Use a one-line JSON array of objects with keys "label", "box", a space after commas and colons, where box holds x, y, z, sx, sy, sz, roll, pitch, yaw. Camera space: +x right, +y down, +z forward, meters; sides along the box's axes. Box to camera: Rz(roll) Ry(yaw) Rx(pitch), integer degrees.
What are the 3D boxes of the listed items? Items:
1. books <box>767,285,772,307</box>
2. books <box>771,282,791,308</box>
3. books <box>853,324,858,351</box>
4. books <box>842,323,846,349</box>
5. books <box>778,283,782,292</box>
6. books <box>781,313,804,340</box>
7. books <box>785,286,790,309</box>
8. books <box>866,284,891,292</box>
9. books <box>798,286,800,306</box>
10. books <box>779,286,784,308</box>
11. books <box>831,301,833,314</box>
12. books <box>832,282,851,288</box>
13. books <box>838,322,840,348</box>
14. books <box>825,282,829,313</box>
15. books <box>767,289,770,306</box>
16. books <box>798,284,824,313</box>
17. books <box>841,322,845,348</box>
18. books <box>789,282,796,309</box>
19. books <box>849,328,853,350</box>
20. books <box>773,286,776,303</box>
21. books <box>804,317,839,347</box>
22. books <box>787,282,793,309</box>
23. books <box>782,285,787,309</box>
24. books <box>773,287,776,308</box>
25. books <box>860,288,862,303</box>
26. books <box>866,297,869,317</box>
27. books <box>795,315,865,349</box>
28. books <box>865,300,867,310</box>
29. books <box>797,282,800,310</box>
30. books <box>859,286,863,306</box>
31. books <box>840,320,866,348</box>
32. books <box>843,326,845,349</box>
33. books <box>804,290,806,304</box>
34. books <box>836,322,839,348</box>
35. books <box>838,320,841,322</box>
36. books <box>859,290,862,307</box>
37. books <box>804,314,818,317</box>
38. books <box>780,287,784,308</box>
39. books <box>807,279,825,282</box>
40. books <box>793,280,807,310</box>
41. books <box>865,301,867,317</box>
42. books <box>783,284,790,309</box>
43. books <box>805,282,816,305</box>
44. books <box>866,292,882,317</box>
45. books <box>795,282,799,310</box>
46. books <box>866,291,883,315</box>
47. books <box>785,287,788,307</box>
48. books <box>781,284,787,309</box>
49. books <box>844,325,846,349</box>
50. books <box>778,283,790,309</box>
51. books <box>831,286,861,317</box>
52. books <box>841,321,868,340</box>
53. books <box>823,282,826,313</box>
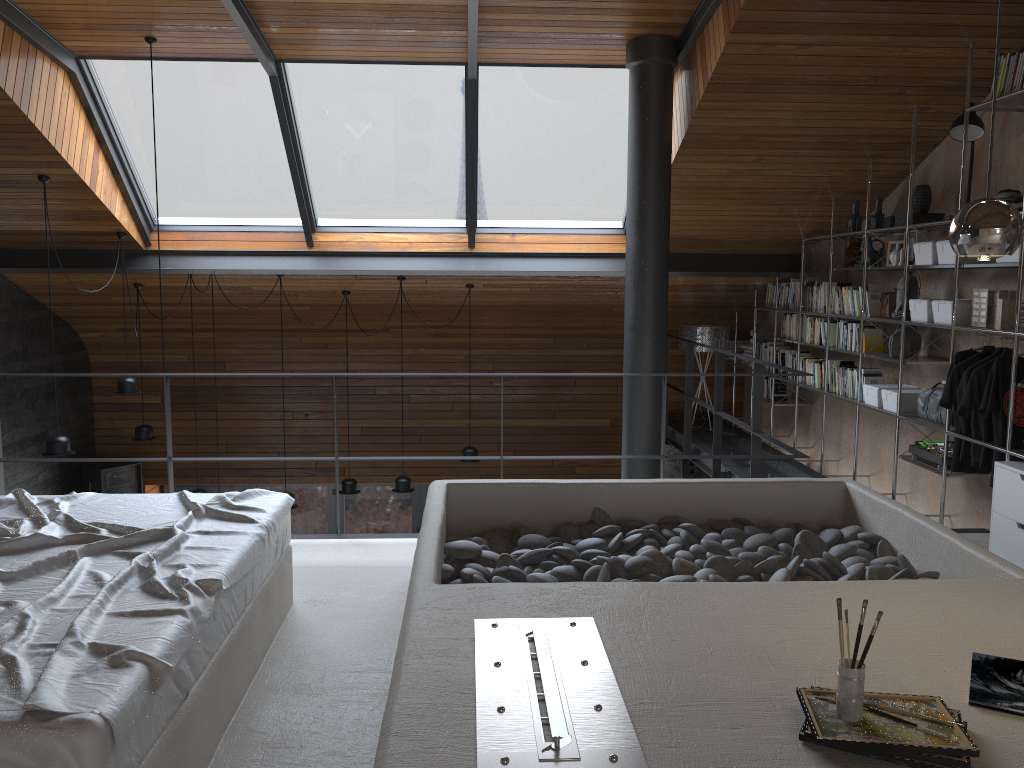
[{"label": "books", "box": [2.395, -0.797, 8.015, 0.149, 0.202, 0.067, 0, 7, -3]}, {"label": "books", "box": [2.395, -0.794, 7.902, 0.143, 0.233, 0.081, 0, 7, -3]}, {"label": "books", "box": [2.485, -0.328, 6.252, 0.148, 0.190, 0.013, 0, 7, -3]}, {"label": "books", "box": [2.480, -0.350, 6.441, 0.160, 0.187, 0.021, 0, 7, -3]}, {"label": "books", "box": [2.404, -0.770, 7.768, 0.161, 0.220, 0.074, 0, 7, -3]}, {"label": "books", "box": [2.396, -0.489, 7.503, 0.130, 0.216, 0.311, 0, 7, -3]}, {"label": "books", "box": [2.405, -0.737, 7.561, 0.123, 0.201, 0.071, 0, 7, -3]}, {"label": "books", "box": [2.503, -0.575, 6.033, 0.177, 0.209, 0.082, 0, 7, -3]}, {"label": "books", "box": [2.426, -0.703, 7.283, 0.143, 0.199, 0.019, 0, 7, -3]}, {"label": "books", "box": [2.380, -0.749, 7.685, 0.111, 0.194, 0.059, 0, 7, -3]}, {"label": "books", "box": [2.447, -0.615, 6.614, 0.131, 0.180, 0.042, 0, 7, -3]}, {"label": "books", "box": [2.464, -0.643, 6.629, 0.148, 0.232, 0.053, 0, 7, -3]}, {"label": "books", "box": [2.482, -0.358, 6.508, 0.169, 0.189, 0.018, 0, 7, -3]}, {"label": "books", "box": [2.431, -0.647, 6.662, 0.148, 0.232, 0.053, 0, 7, -3]}, {"label": "books", "box": [2.388, -0.787, 8.031, 0.131, 0.178, 0.057, 0, 7, -3]}, {"label": "books", "box": [2.420, -0.680, 7.018, 0.131, 0.216, 0.509, 0, 7, -3]}, {"label": "books", "box": [2.479, -0.354, 6.470, 0.148, 0.190, 0.013, 0, 7, -3]}, {"label": "books", "box": [2.402, -0.739, 7.405, 0.148, 0.229, 0.073, 0, 7, -3]}, {"label": "books", "box": [2.475, -0.320, 6.305, 0.143, 0.161, 0.019, 0, 7, -3]}, {"label": "books", "box": [2.388, -0.772, 7.872, 0.127, 0.197, 0.063, 0, 7, -3]}, {"label": "books", "box": [2.422, -0.406, 6.856, 0.139, 0.208, 0.494, 0, 7, -3]}, {"label": "books", "box": [2.399, -0.744, 7.451, 0.148, 0.229, 0.073, 0, 7, -3]}, {"label": "books", "box": [2.401, -0.747, 7.633, 0.131, 0.202, 0.068, 0, 7, -3]}, {"label": "books", "box": [2.379, -0.767, 7.830, 0.127, 0.197, 0.063, 0, 7, -3]}, {"label": "books", "box": [2.465, -0.560, 6.095, 0.127, 0.192, 0.079, 0, 7, -3]}, {"label": "books", "box": [2.490, -0.564, 6.040, 0.161, 0.215, 0.092, 0, 7, -3]}, {"label": "books", "box": [2.441, -0.413, 6.878, 0.138, 0.212, 1.041, 0, 7, -2]}, {"label": "books", "box": [2.479, -0.558, 6.056, 0.125, 0.200, 0.088, 0, 7, -3]}, {"label": "books", "box": [2.427, -0.723, 7.305, 0.148, 0.234, 0.033, 0, 7, -3]}, {"label": "books", "box": [2.492, -0.572, 6.127, 0.164, 0.209, 0.084, 0, 7, -3]}, {"label": "books", "box": [2.496, -0.366, 6.493, 0.191, 0.207, 0.012, 0, 7, -3]}, {"label": "books", "box": [2.463, -0.336, 6.417, 0.130, 0.169, 0.010, 0, 7, -3]}, {"label": "books", "box": [2.430, -0.694, 7.173, 0.148, 0.206, 0.018, 0, 7, -3]}, {"label": "books", "box": [2.464, -0.362, 6.534, 0.148, 0.190, 0.013, 0, 7, -3]}, {"label": "books", "box": [2.502, -0.372, 6.546, 0.207, 0.207, 0.010, 0, 7, -3]}, {"label": "books", "box": [2.474, -0.565, 6.137, 0.127, 0.192, 0.079, 0, 7, -3]}, {"label": "books", "box": [2.441, -0.456, 7.214, 0.143, 0.218, 0.020, 0, 7, -3]}, {"label": "books", "box": [2.397, -0.746, 7.664, 0.138, 0.189, 0.065, 0, 7, -3]}, {"label": "books", "box": [2.440, -0.721, 7.141, 0.143, 0.268, 0.020, 0, 7, -3]}, {"label": "books", "box": [2.452, -0.740, 7.394, 0.191, 0.249, 0.077, 0, 7, -3]}, {"label": "books", "box": [2.469, -0.543, 6.068, 0.119, 0.166, 0.072, 0, 7, -3]}, {"label": "books", "box": [2.403, -0.748, 7.589, 0.133, 0.215, 0.070, 0, 7, -3]}, {"label": "books", "box": [2.422, -0.701, 7.127, 0.129, 0.231, 0.010, 0, 7, -3]}, {"label": "books", "box": [2.466, -0.539, 6.009, 0.112, 0.169, 0.068, 0, 7, -3]}, {"label": "books", "box": [2.421, -0.724, 7.327, 0.148, 0.232, 0.053, 0, 7, -3]}, {"label": "books", "box": [2.471, -0.543, 6.021, 0.117, 0.176, 0.074, 0, 7, -3]}, {"label": "books", "box": [2.406, -0.735, 7.579, 0.126, 0.194, 0.064, 0, 7, -3]}, {"label": "books", "box": [2.400, -0.753, 7.646, 0.137, 0.213, 0.068, 0, 7, -3]}, {"label": "books", "box": [2.476, -0.337, 6.404, 0.146, 0.171, 0.018, 0, 7, -3]}, {"label": "books", "box": [2.387, -0.765, 7.693, 0.122, 0.227, 0.076, 0, 7, -3]}, {"label": "books", "box": [2.446, -0.596, 6.362, 0.139, 0.206, 0.498, 0, 7, -3]}, {"label": "books", "box": [2.502, -0.362, 6.482, 0.192, 0.204, 0.012, 0, 7, -3]}, {"label": "books", "box": [2.428, -0.653, 6.710, 0.148, 0.232, 0.053, 0, 7, -3]}]
